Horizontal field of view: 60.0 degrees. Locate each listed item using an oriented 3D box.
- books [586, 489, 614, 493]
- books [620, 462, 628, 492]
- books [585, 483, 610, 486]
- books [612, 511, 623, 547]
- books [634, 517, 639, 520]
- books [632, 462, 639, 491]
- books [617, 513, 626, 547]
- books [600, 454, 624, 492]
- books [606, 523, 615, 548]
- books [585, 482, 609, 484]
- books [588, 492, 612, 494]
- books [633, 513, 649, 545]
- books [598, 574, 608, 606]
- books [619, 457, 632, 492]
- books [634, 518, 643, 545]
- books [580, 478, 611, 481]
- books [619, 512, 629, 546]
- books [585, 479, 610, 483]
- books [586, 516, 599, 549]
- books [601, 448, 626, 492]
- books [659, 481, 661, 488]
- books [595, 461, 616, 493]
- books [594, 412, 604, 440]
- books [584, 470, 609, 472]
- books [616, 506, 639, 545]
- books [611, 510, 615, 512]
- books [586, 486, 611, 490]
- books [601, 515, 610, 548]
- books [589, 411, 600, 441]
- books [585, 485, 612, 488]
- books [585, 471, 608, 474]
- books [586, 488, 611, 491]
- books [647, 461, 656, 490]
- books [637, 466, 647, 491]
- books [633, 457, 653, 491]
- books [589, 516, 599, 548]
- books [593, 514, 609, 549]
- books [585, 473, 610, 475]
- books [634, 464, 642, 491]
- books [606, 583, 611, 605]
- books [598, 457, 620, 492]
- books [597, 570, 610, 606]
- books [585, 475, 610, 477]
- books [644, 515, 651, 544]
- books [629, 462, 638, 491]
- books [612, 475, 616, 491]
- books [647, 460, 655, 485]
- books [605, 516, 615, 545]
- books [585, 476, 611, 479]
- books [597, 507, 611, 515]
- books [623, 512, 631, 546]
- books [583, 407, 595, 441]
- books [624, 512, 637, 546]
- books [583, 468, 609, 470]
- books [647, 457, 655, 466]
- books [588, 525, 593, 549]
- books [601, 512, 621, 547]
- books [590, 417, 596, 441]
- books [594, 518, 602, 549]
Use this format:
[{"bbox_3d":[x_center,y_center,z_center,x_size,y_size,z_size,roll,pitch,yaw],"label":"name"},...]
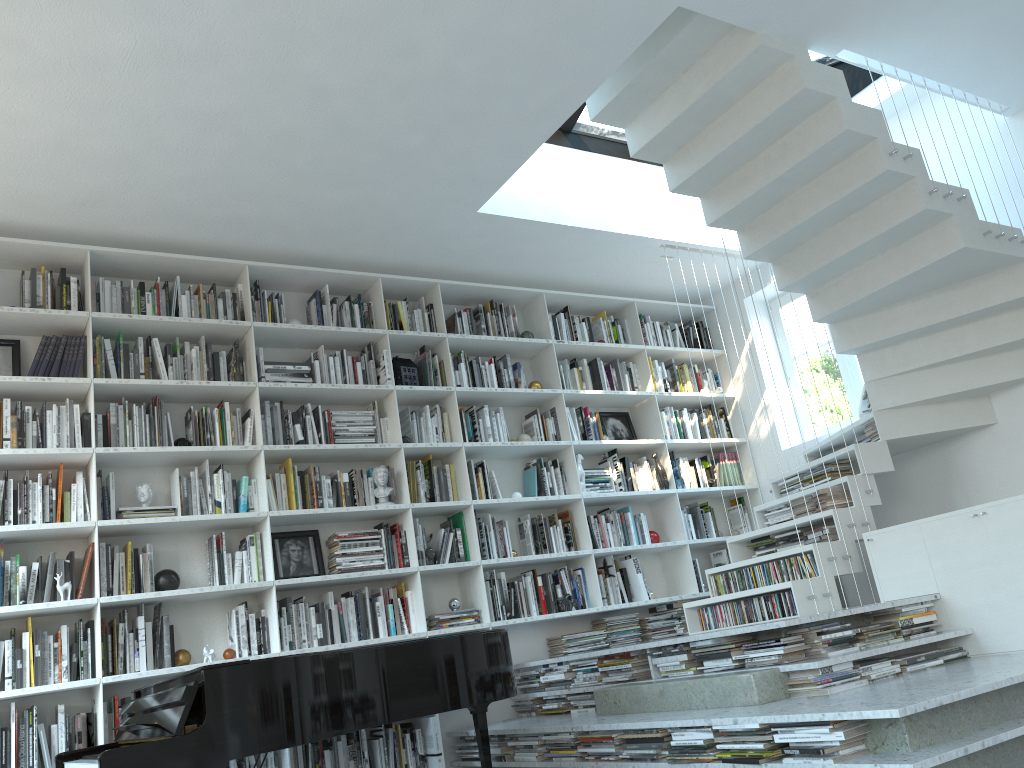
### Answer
[{"bbox_3d":[0.548,0.765,6.172,0.285,0.012,0.160,0,-19,-28],"label":"books"},{"bbox_3d":[0.743,0.697,6.317,0.030,0.236,0.180,1,-20,-32],"label":"books"},{"bbox_3d":[0.541,0.720,6.187,0.254,0.012,0.161,4,-22,-37],"label":"books"},{"bbox_3d":[0.686,1.024,6.132,0.012,0.261,0.187,1,-20,-32],"label":"books"},{"bbox_3d":[0.856,1.059,6.262,0.037,0.218,0.140,1,-20,-32],"label":"books"},{"bbox_3d":[0.850,0.703,6.419,0.031,0.249,0.133,1,-20,-32],"label":"books"},{"bbox_3d":[0.710,1.040,6.171,0.026,0.246,0.166,1,-20,-32],"label":"books"},{"bbox_3d":[0.716,0.664,6.304,0.011,0.299,0.184,1,-20,-32],"label":"books"},{"bbox_3d":[0.627,1.063,6.089,0.027,0.181,0.187,1,-20,-32],"label":"books"},{"bbox_3d":[0.533,0.712,6.199,0.254,0.012,0.161,2,-20,-32],"label":"books"},{"bbox_3d":[0.548,0.778,6.171,0.254,0.012,0.161,3,-21,-36],"label":"books"},{"bbox_3d":[0.885,1.048,6.274,0.025,0.235,0.182,1,-20,-32],"label":"books"},{"bbox_3d":[0.569,1.396,5.937,0.023,0.213,0.164,1,-20,-32],"label":"books"},{"bbox_3d":[0.786,0.678,6.358,0.059,0.281,0.168,1,-20,-32],"label":"books"},{"bbox_3d":[0.837,1.061,6.229,0.030,0.200,0.190,1,-20,-32],"label":"books"},{"bbox_3d":[0.534,0.687,6.202,0.285,0.012,0.160,3,-21,-35],"label":"books"},{"bbox_3d":[0.737,1.033,6.166,0.014,0.248,0.177,1,-20,-32],"label":"books"},{"bbox_3d":[0.538,0.697,6.195,0.254,0.012,0.161,0,-19,-28],"label":"books"},{"bbox_3d":[0.501,1.032,6.025,0.047,0.243,0.178,1,-20,-32],"label":"books"},{"bbox_3d":[0.722,0.645,6.314,0.010,0.338,0.180,1,-20,-32],"label":"books"},{"bbox_3d":[1.031,0.732,6.489,0.027,0.178,0.166,1,-20,-32],"label":"books"},{"bbox_3d":[0.665,0.690,6.281,0.012,0.253,0.161,1,-20,-32],"label":"books"},{"bbox_3d":[0.582,0.343,6.355,0.026,0.243,0.178,1,-20,-32],"label":"books"},{"bbox_3d":[0.523,0.631,6.221,0.285,0.012,0.160,2,-21,-34],"label":"books"},{"bbox_3d":[0.800,1.017,6.219,0.026,0.289,0.181,1,-20,-32],"label":"books"},{"bbox_3d":[0.694,1.027,6.162,0.011,0.271,0.152,1,-20,-32],"label":"books"},{"bbox_3d":[0.540,0.745,6.184,0.254,0.012,0.161,1,-20,-30],"label":"books"},{"bbox_3d":[0.594,1.040,6.092,0.026,0.238,0.177,1,-20,-32],"label":"books"},{"bbox_3d":[0.556,0.341,6.352,0.021,0.252,0.167,1,-20,-32],"label":"books"},{"bbox_3d":[0.539,0.734,6.188,0.285,0.012,0.160,2,-21,-34],"label":"books"},{"bbox_3d":[0.525,0.642,6.217,0.254,0.012,0.161,1,-20,-30],"label":"books"},{"bbox_3d":[0.544,0.755,6.177,0.254,0.012,0.161,0,-20,-29],"label":"books"},{"bbox_3d":[0.959,0.701,6.453,0.041,0.238,0.177,1,-20,-32],"label":"books"},{"bbox_3d":[0.904,0.719,6.437,0.025,0.212,0.156,1,-20,-32],"label":"books"},{"bbox_3d":[0.932,0.685,6.439,0.021,0.270,0.192,1,-20,-32],"label":"books"},{"bbox_3d":[0.525,1.035,6.053,0.024,0.246,0.144,1,-20,-32],"label":"books"},{"bbox_3d":[0.571,1.030,6.062,0.045,0.245,0.186,1,-20,-32],"label":"books"},{"bbox_3d":[0.527,0.654,6.214,0.285,0.012,0.160,1,-20,-31],"label":"books"},{"bbox_3d":[0.876,0.711,6.432,0.028,0.234,0.129,1,-20,-32],"label":"books"},{"bbox_3d":[0.601,1.399,5.957,0.025,0.209,0.137,1,-20,-32],"label":"books"},{"bbox_3d":[0.694,0.680,6.317,0.012,0.284,0.160,1,-20,-32],"label":"books"},{"bbox_3d":[0.588,1.379,5.942,0.015,0.242,0.157,1,-20,-32],"label":"books"},{"bbox_3d":[0.533,0.663,6.205,0.285,0.012,0.160,4,-22,-37],"label":"books"},{"bbox_3d":[0.907,1.055,6.287,0.027,0.222,0.170,1,-20,-32],"label":"books"},{"bbox_3d":[0.833,0.700,6.387,0.031,0.241,0.147,1,-20,-32],"label":"books"},{"bbox_3d":[0.671,0.700,6.303,0.023,0.246,0.138,1,-20,-32],"label":"books"},{"bbox_3d":[0.978,0.699,6.484,0.024,0.254,0.145,1,-20,-32],"label":"books"},{"bbox_3d":[0.635,1.045,6.114,0.012,0.228,0.179,1,-20,-32],"label":"books"},{"bbox_3d":[0.531,0.676,6.207,0.285,0.012,0.160,1,-20,-31],"label":"books"},{"bbox_3d":[0.664,1.012,6.145,0.013,0.298,0.148,1,-20,-32],"label":"books"},{"bbox_3d":[0.756,1.040,6.208,0.012,0.253,0.161,1,-20,-32],"label":"books"},{"bbox_3d":[0.513,0.324,6.326,0.014,0.284,0.176,1,-20,-32],"label":"books"},{"bbox_3d":[0.784,1.037,6.196,0.023,0.243,0.190,1,-20,-32],"label":"books"},{"bbox_3d":[0.522,0.620,6.224,0.285,0.012,0.160,1,-20,-31],"label":"books"},{"bbox_3d":[1.032,0.693,6.541,0.029,0.282,0.139,1,-20,-32],"label":"books"},{"bbox_3d":[0.482,1.061,6.004,0.022,0.183,0.163,1,-20,-32],"label":"books"},{"bbox_3d":[0.661,1.025,6.110,0.028,0.254,0.192,1,-20,-32],"label":"books"},{"bbox_3d":[0.536,0.360,6.332,0.033,0.212,0.153,1,-20,-32],"label":"books"},{"bbox_3d":[0.548,1.043,6.049,0.011,0.222,0.163,1,-20,-32],"label":"books"}]
